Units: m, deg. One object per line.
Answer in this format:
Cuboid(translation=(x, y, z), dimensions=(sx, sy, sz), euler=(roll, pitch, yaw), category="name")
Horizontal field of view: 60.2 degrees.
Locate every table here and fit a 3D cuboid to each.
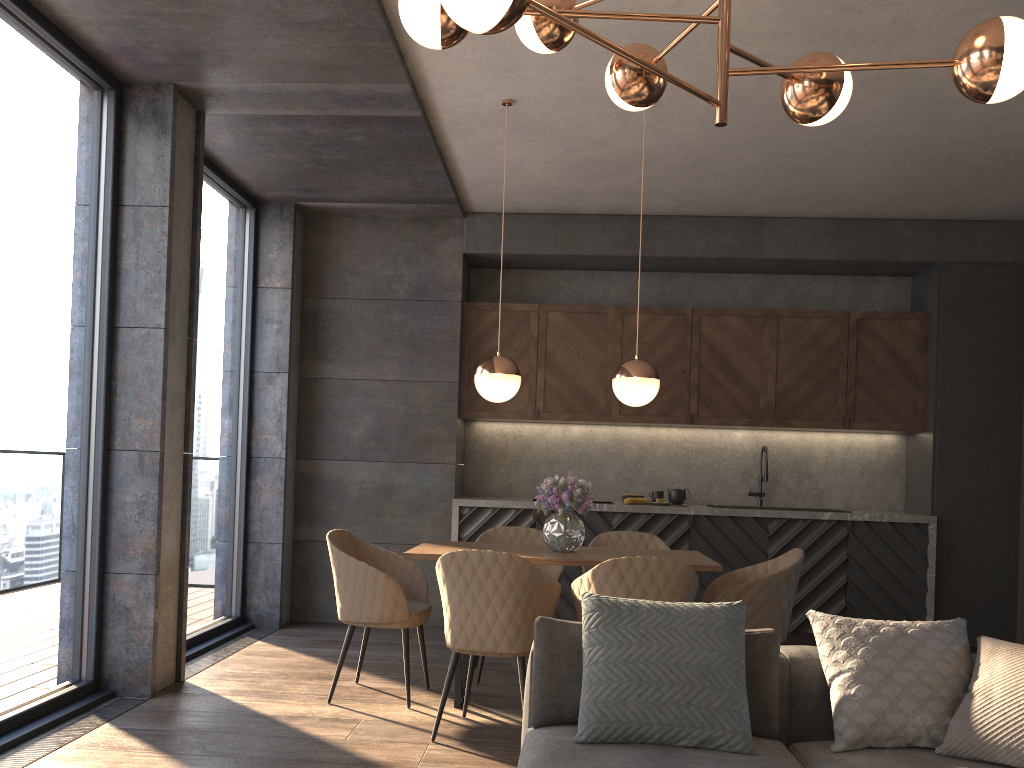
Cuboid(translation=(0.237, 1.229, 4.442), dimensions=(1.466, 0.768, 0.772), euler=(2, -3, 4), category="table")

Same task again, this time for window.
Cuboid(translation=(-2.091, -0.149, 2.604), dimensions=(0.199, 2.989, 7.299), euler=(2, -5, 4), category="window")

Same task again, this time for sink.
Cuboid(translation=(1.960, 0.730, 6.544), dimensions=(0.962, 0.546, 0.462), euler=(2, -3, 4), category="sink")

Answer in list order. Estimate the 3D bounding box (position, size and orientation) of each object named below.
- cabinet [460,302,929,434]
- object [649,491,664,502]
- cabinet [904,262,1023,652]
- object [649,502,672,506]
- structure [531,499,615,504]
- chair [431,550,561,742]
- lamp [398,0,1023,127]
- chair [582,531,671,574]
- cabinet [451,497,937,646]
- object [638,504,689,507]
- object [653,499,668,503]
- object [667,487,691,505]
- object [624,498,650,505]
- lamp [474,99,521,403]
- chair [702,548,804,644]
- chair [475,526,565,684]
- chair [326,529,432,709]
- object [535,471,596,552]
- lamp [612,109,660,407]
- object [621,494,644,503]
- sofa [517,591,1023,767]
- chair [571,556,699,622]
Cuboid(translation=(1.326, -0.116, 6.669), dimensions=(3.391, 0.865, 0.370), euler=(2, -1, 4), category="cabinet")
Cuboid(translation=(1.092, 0.856, 6.649), dimensions=(0.090, 0.103, 0.112), euler=(0, -4, 36), category="object")
Cuboid(translation=(3.562, 0.511, 6.103), dimensions=(1.187, 2.751, 1.205), euler=(2, -1, 4), category="cabinet")
Cuboid(translation=(1.088, 0.881, 6.481), dimensions=(0.170, 0.020, 0.171), euler=(-1, -6, 29), category="object")
Cuboid(translation=(0.455, 0.887, 6.613), dimensions=(0.610, 0.017, 0.507), euler=(2, -6, 4), category="structure")
Cuboid(translation=(-0.077, 1.130, 3.892), dimensions=(0.555, 0.835, 0.512), euler=(1, -2, 13), category="chair")
Cuboid(translation=(0.431, -1.131, 2.279), dimensions=(1.465, 1.036, 1.017), euler=(3, -3, -20), category="lamp")
Cuboid(translation=(0.660, 1.263, 4.981), dimensions=(0.555, 0.835, 0.511), euler=(2, -2, 3), category="chair")
Cuboid(translation=(1.267, 1.378, 6.542), dimensions=(3.391, 0.949, 0.602), euler=(2, -2, 4), category="cabinet")
Cuboid(translation=(1.035, 0.883, 6.525), dimensions=(0.490, 0.040, 0.286), euler=(2, -6, -1), category="object")
Cuboid(translation=(1.089, 0.864, 6.481), dimensions=(0.120, 0.045, 0.117), euler=(1, -5, 9), category="object")
Cuboid(translation=(1.246, 0.843, 6.637), dimensions=(0.136, 0.137, 0.153), euler=(3, -4, -24), category="object")
Cuboid(translation=(0.929, 0.866, 6.518), dimensions=(0.071, 0.054, 0.302), euler=(-2, -6, 45), category="object")
Cuboid(translation=(-0.050, -0.675, 4.509), dimensions=(0.239, 1.542, 0.239), euler=(2, -1, 9), category="lamp")
Cuboid(translation=(1.153, 1.218, 4.358), dimensions=(0.510, 0.835, 0.557), euler=(2, -2, 8), category="chair")
Cuboid(translation=(0.012, 1.247, 5.044), dimensions=(0.555, 0.835, 0.511), euler=(2, -2, -2), category="chair")
Cuboid(translation=(-0.677, 1.170, 4.502), dimensions=(0.510, 0.835, 0.557), euler=(2, -2, 8), category="chair")
Cuboid(translation=(0.271, 0.644, 4.476), dimensions=(0.298, 0.408, 0.329), euler=(3, -3, -26), category="object")
Cuboid(translation=(0.648, -0.656, 4.464), dimensions=(0.239, 1.542, 0.239), euler=(2, -1, -21), category="lamp")
Cuboid(translation=(0.910, 0.867, 6.667), dimensions=(0.157, 0.068, 0.117), euler=(3, -4, -11), category="object")
Cuboid(translation=(0.974, 0.977, 1.729), dimensions=(2.023, 0.782, 2.924), euler=(2, -5, 3), category="sofa")
Cuboid(translation=(0.533, 1.148, 3.857), dimensions=(0.555, 0.835, 0.511), euler=(2, -2, -2), category="chair")
